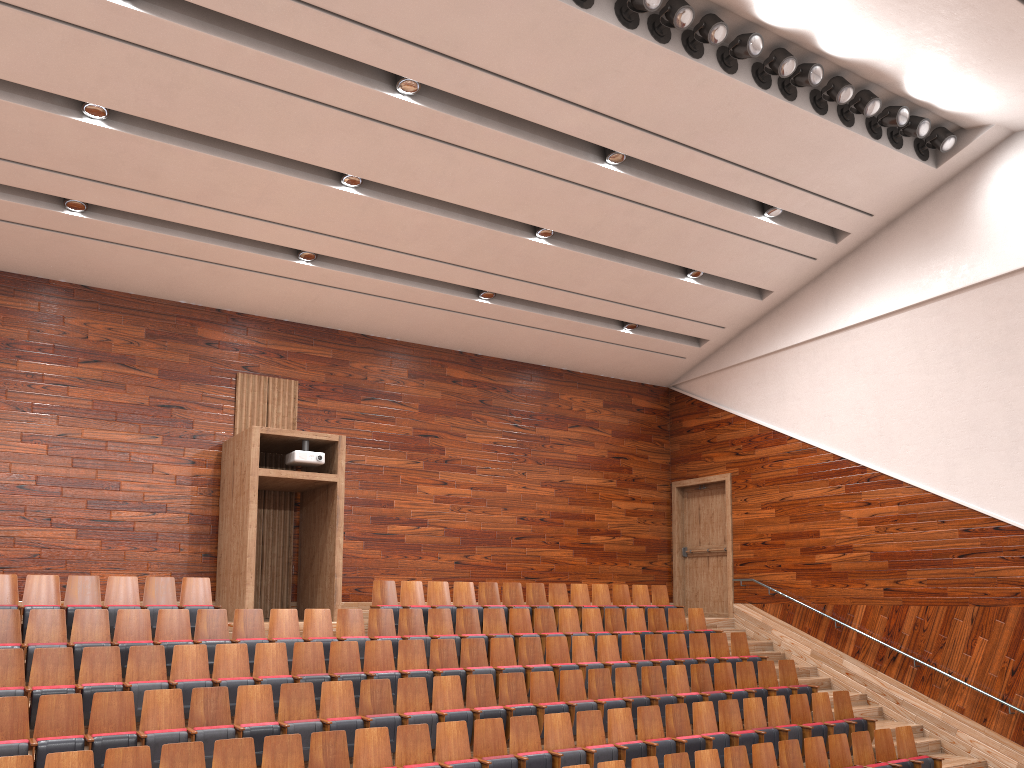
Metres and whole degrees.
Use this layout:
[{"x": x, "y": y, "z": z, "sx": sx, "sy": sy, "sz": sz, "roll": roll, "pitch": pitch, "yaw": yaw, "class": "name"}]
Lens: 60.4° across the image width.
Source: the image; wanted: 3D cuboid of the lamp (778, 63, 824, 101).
[{"x": 0.308, "y": -0.323, "z": 0.930, "sx": 0.031, "sy": 0.030, "sz": 0.045, "roll": 7, "pitch": -13, "yaw": -31, "class": "lamp"}]

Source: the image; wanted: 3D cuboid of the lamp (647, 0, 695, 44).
[{"x": 0.154, "y": -0.348, "z": 0.833, "sx": 0.031, "sy": 0.031, "sz": 0.045, "roll": 7, "pitch": -13, "yaw": -31, "class": "lamp"}]

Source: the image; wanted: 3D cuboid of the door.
[{"x": 0.331, "y": 0.279, "z": 1.501, "sx": 0.024, "sy": 0.235, "sz": 0.142, "roll": 4, "pitch": -9, "yaw": -32, "class": "door"}]

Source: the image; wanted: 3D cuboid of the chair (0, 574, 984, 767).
[{"x": -0.055, "y": 0.338, "z": 0.704, "sx": 1.191, "sy": 0.365, "sz": 0.782, "roll": 8, "pitch": -15, "yaw": -31, "class": "chair"}]

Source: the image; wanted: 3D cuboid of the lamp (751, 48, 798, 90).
[{"x": 0.274, "y": -0.329, "z": 0.909, "sx": 0.031, "sy": 0.031, "sz": 0.045, "roll": 7, "pitch": -13, "yaw": -31, "class": "lamp"}]

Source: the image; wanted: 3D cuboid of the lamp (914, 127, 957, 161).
[{"x": 0.512, "y": -0.291, "z": 1.057, "sx": 0.031, "sy": 0.031, "sz": 0.045, "roll": 7, "pitch": -13, "yaw": -31, "class": "lamp"}]

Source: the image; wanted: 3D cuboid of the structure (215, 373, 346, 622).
[{"x": -0.295, "y": 0.137, "z": 1.117, "sx": 0.117, "sy": 0.323, "sz": 0.145, "roll": 5, "pitch": -9, "yaw": -32, "class": "structure"}]

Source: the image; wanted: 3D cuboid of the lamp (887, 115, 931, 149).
[{"x": 0.467, "y": -0.298, "z": 1.029, "sx": 0.031, "sy": 0.030, "sz": 0.045, "roll": 7, "pitch": -13, "yaw": -31, "class": "lamp"}]

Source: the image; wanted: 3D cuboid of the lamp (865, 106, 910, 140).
[{"x": 0.433, "y": -0.303, "z": 1.008, "sx": 0.031, "sy": 0.030, "sz": 0.045, "roll": 7, "pitch": -13, "yaw": -31, "class": "lamp"}]

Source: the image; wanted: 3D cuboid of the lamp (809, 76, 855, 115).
[{"x": 0.351, "y": -0.317, "z": 0.957, "sx": 0.031, "sy": 0.031, "sz": 0.045, "roll": 7, "pitch": -13, "yaw": -31, "class": "lamp"}]

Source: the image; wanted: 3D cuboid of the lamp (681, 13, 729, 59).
[{"x": 0.191, "y": -0.342, "z": 0.856, "sx": 0.031, "sy": 0.031, "sz": 0.045, "roll": 7, "pitch": -13, "yaw": -31, "class": "lamp"}]

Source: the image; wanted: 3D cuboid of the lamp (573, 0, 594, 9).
[{"x": 0.074, "y": -0.360, "z": 0.784, "sx": 0.031, "sy": 0.030, "sz": 0.045, "roll": 7, "pitch": -13, "yaw": -31, "class": "lamp"}]

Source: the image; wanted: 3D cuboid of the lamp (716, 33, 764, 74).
[{"x": 0.231, "y": -0.335, "z": 0.882, "sx": 0.031, "sy": 0.030, "sz": 0.045, "roll": 7, "pitch": -13, "yaw": -31, "class": "lamp"}]

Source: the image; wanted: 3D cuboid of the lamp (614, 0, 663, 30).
[{"x": 0.120, "y": -0.353, "z": 0.812, "sx": 0.031, "sy": 0.030, "sz": 0.045, "roll": 7, "pitch": -13, "yaw": -31, "class": "lamp"}]

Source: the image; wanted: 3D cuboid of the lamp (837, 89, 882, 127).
[{"x": 0.390, "y": -0.311, "z": 0.981, "sx": 0.031, "sy": 0.031, "sz": 0.045, "roll": 7, "pitch": -13, "yaw": -31, "class": "lamp"}]

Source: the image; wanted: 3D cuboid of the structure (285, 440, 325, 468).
[{"x": -0.254, "y": 0.084, "z": 1.081, "sx": 0.038, "sy": 0.031, "sz": 0.041, "roll": 7, "pitch": -13, "yaw": -31, "class": "structure"}]
